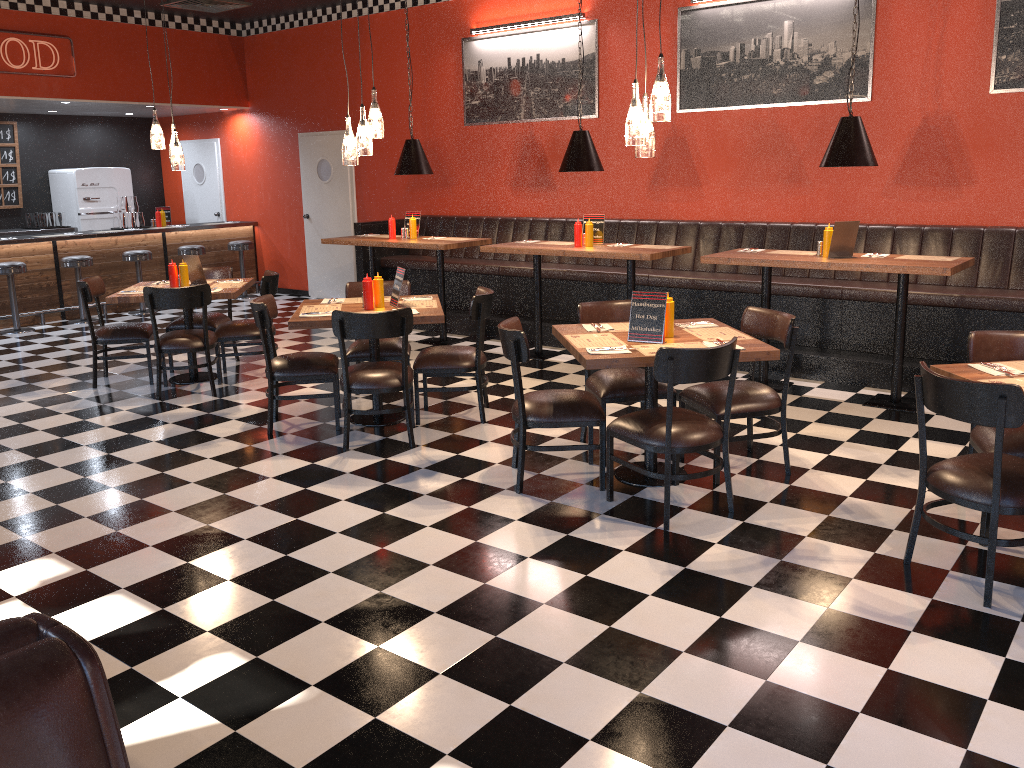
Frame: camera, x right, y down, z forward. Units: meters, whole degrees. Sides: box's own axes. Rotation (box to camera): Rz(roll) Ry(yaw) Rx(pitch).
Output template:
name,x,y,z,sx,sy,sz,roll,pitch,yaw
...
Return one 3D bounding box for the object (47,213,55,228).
name,x,y,z,sx,sy,sz,roll,pitch,yaw
object,-6.270,-2.223,12.059,0.105,0.207,0.106,-3,12,-7

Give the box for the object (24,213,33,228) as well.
name,x,y,z,sx,sy,sz,roll,pitch,yaw
object,-6.643,-2.245,12.183,0.105,0.207,0.106,-3,12,-7

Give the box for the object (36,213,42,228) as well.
name,x,y,z,sx,sy,sz,roll,pitch,yaw
object,-6.383,-2.209,12.011,0.105,0.207,0.106,-3,12,-7

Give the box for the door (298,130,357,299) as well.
name,x,y,z,sx,sy,sz,roll,pitch,yaw
door,-2.400,-2.181,11.578,1.029,2.160,0.162,8,15,37

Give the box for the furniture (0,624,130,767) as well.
name,x,y,z,sx,sy,sz,roll,pitch,yaw
furniture,-0.775,1.059,0.314,0.708,1.144,1.720,8,16,37

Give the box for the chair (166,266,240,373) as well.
name,x,y,z,sx,sy,sz,roll,pitch,yaw
chair,-2.720,-0.582,7.806,0.486,0.860,0.549,0,12,5

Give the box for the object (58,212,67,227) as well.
name,x,y,z,sx,sy,sz,roll,pitch,yaw
object,-6.150,-2.242,12.126,0.105,0.207,0.106,-3,12,-7

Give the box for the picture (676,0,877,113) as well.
name,x,y,z,sx,sy,sz,roll,pitch,yaw
picture,2.245,-2.897,7.728,1.775,0.931,0.023,9,15,37

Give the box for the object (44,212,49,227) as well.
name,x,y,z,sx,sy,sz,roll,pitch,yaw
object,-6.501,-2.305,12.416,0.105,0.207,0.106,-3,12,-7

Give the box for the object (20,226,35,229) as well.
name,x,y,z,sx,sy,sz,roll,pitch,yaw
object,-6.531,-2.173,12.275,0.273,0.018,0.439,9,17,37

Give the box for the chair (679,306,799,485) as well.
name,x,y,z,sx,sy,sz,roll,pitch,yaw
chair,1.259,0.041,4.883,0.545,0.860,0.490,-4,12,-14

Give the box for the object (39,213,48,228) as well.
name,x,y,z,sx,sy,sz,roll,pitch,yaw
object,-6.305,-2.192,11.937,0.105,0.207,0.106,-3,12,-7

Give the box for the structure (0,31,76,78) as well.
name,x,y,z,sx,sy,sz,roll,pitch,yaw
structure,-5.969,-3.481,9.147,0.122,0.435,2.893,8,16,37

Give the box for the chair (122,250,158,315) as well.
name,x,y,z,sx,sy,sz,roll,pitch,yaw
chair,-4.616,-1.270,10.993,0.349,0.768,0.350,8,15,37

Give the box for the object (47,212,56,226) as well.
name,x,y,z,sx,sy,sz,roll,pitch,yaw
object,-6.405,-2.287,12.335,0.105,0.207,0.106,-3,12,-7

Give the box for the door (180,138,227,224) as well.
name,x,y,z,sx,sy,sz,roll,pitch,yaw
door,-4.619,-2.545,13.277,1.029,2.160,0.162,8,15,37

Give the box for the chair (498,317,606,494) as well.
name,x,y,z,sx,sy,sz,roll,pitch,yaw
chair,0.206,0.094,4.764,0.544,0.860,0.491,-2,12,-3

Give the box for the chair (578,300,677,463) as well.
name,x,y,z,sx,sy,sz,roll,pitch,yaw
chair,0.668,-0.042,5.279,0.486,0.860,0.549,-4,12,-12

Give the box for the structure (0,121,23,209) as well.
name,x,y,z,sx,sy,sz,roll,pitch,yaw
structure,-8.104,-2.516,10.308,0.201,1.136,4.571,7,16,37

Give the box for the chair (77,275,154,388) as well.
name,x,y,z,sx,sy,sz,roll,pitch,yaw
chair,-3.242,-0.449,7.311,0.545,0.860,0.490,-4,12,-12

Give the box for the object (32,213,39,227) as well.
name,x,y,z,sx,sy,sz,roll,pitch,yaw
object,-6.521,-2.244,12.168,0.105,0.207,0.106,-3,12,-7

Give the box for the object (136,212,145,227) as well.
name,x,y,z,sx,sy,sz,roll,pitch,yaw
object,-4.883,-2.153,11.636,0.105,0.207,0.106,-3,12,-7

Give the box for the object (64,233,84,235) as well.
name,x,y,z,sx,sy,sz,roll,pitch,yaw
object,-5.317,-1.823,10.729,0.256,0.019,0.158,9,17,38

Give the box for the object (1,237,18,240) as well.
name,x,y,z,sx,sy,sz,roll,pitch,yaw
object,-5.748,-1.665,10.127,0.158,0.019,0.256,-11,17,-35

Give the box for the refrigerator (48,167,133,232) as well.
name,x,y,z,sx,sy,sz,roll,pitch,yaw
refrigerator,-5.925,-2.177,12.679,0.852,1.788,0.807,8,15,37

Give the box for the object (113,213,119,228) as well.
name,x,y,z,sx,sy,sz,roll,pitch,yaw
object,-5.135,-2.120,11.525,0.105,0.207,0.106,-3,12,-7

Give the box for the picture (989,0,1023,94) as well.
name,x,y,z,sx,sy,sz,roll,pitch,yaw
picture,4.331,-2.555,6.131,1.775,0.931,0.023,9,15,37

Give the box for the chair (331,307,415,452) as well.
name,x,y,z,sx,sy,sz,roll,pitch,yaw
chair,-0.846,-0.068,5.528,0.486,0.860,0.549,-3,12,-7

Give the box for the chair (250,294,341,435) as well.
name,x,y,z,sx,sy,sz,roll,pitch,yaw
chair,-1.438,-0.151,5.925,0.545,0.860,0.490,-3,12,-10

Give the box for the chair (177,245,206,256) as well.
name,x,y,z,sx,sy,sz,roll,pitch,yaw
chair,-4.155,-1.423,11.574,0.350,0.768,0.350,9,16,42

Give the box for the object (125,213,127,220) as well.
name,x,y,z,sx,sy,sz,roll,pitch,yaw
object,-5.055,-2.142,11.606,0.105,0.207,0.106,-3,12,-7

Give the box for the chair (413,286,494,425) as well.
name,x,y,z,sx,sy,sz,roll,pitch,yaw
chair,-0.384,-0.205,6.044,0.544,0.860,0.491,-1,12,2

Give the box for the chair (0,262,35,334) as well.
name,x,y,z,sx,sy,sz,roll,pitch,yaw
chair,-5.538,-0.965,9.833,0.348,0.768,0.351,-3,12,-7

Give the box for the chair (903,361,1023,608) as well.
name,x,y,z,sx,sy,sz,roll,pitch,yaw
chair,1.901,0.358,3.526,0.545,0.860,0.490,-6,13,-20

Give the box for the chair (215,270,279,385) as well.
name,x,y,z,sx,sy,sz,roll,pitch,yaw
chair,-2.182,-0.484,7.357,0.545,0.860,0.490,-4,12,-12

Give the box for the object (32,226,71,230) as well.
name,x,y,z,sx,sy,sz,roll,pitch,yaw
object,-6.287,-2.135,12.098,0.273,0.018,0.439,9,17,37

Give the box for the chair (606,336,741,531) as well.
name,x,y,z,sx,sy,sz,roll,pitch,yaw
chair,0.794,0.193,4.306,0.487,0.860,0.548,-8,14,-28

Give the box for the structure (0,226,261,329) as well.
name,x,y,z,sx,sy,sz,roll,pitch,yaw
structure,-5.774,-1.035,9.967,0.216,1.030,7.085,7,16,37

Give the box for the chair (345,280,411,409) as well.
name,x,y,z,sx,sy,sz,roll,pitch,yaw
chair,-0.973,-0.303,6.501,0.486,0.860,0.549,-2,12,-4

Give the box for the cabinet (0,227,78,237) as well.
name,x,y,z,sx,sy,sz,roll,pitch,yaw
cabinet,-7.863,-1.179,10.462,0.677,0.990,5.318,8,16,37

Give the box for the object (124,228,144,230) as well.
name,x,y,z,sx,sy,sz,roll,pitch,yaw
object,-4.849,-1.980,11.326,0.255,0.019,0.158,8,16,33

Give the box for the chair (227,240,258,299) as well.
name,x,y,z,sx,sy,sz,roll,pitch,yaw
chair,-3.695,-1.575,12.154,0.348,0.768,0.351,-3,12,-7

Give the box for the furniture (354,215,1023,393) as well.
name,x,y,z,sx,sy,sz,roll,pitch,yaw
furniture,2.060,-0.794,7.631,8.783,1.139,1.111,9,16,37

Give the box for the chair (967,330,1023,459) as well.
name,x,y,z,sx,sy,sz,roll,pitch,yaw
chair,2.357,0.218,4.052,0.486,0.860,0.549,1,12,13

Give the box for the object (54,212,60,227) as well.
name,x,y,z,sx,sy,sz,roll,pitch,yaw
object,-6.246,-2.255,12.190,0.105,0.207,0.106,-3,12,-7

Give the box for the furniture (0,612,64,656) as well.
name,x,y,z,sx,sy,sz,roll,pitch,yaw
furniture,-1.333,0.968,0.741,0.708,1.144,1.720,8,16,37

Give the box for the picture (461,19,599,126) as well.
name,x,y,z,sx,sy,sz,roll,pitch,yaw
picture,0.158,-3.239,9.325,1.775,0.931,0.023,9,15,37

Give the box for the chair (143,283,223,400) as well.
name,x,y,z,sx,sy,sz,roll,pitch,yaw
chair,-2.542,-0.360,6.881,0.487,0.860,0.549,-4,12,-12

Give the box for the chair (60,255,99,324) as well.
name,x,y,z,sx,sy,sz,roll,pitch,yaw
chair,-5.077,-1.117,10.413,0.348,0.768,0.351,-3,12,-7
